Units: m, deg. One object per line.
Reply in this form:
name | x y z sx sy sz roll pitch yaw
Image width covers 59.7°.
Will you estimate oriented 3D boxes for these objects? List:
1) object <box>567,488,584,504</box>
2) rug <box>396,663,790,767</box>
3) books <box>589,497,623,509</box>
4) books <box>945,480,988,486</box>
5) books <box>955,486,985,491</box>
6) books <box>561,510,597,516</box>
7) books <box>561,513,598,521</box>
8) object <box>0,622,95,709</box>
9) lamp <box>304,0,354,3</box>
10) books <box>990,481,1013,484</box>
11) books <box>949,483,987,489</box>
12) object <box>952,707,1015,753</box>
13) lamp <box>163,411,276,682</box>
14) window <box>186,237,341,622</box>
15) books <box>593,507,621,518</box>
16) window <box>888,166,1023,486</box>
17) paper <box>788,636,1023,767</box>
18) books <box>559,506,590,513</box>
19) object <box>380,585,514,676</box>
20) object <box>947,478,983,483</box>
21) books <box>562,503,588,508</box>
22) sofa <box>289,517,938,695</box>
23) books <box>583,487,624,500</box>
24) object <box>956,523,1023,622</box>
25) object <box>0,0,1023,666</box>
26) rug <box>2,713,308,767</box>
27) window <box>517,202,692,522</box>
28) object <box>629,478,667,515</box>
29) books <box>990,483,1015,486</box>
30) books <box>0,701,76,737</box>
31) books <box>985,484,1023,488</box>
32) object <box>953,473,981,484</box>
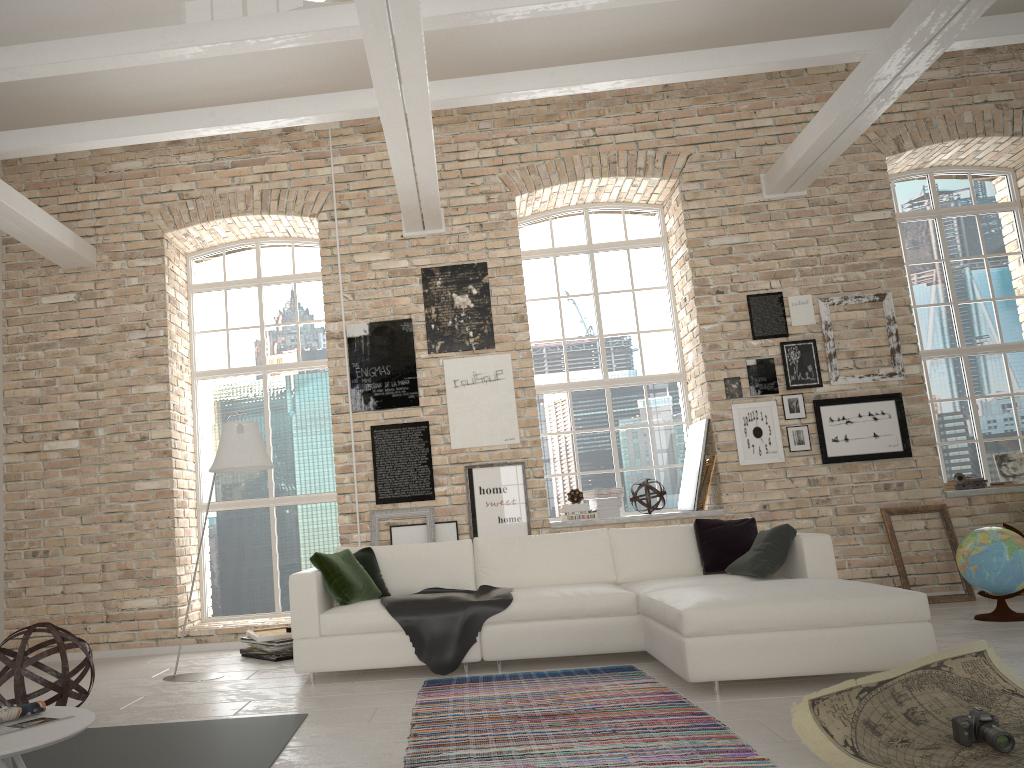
object | 0.548 0.968 7.692 0.150 0.138 0.135 -10 -10 27
rug | 0.193 1.502 3.943 1.410 0.008 2.672 -4 -9 -3
books | 0.828 1.054 7.893 0.236 0.088 0.319 -4 -9 -6
books | 3.800 0.829 7.482 0.257 0.026 0.203 -4 -9 -3
books | 3.796 0.880 7.469 0.258 0.025 0.200 -5 -9 2
books | 0.568 1.101 7.607 0.271 0.024 0.218 -4 -9 -2
books | 0.569 1.136 7.601 0.276 0.049 0.218 -4 -9 -2
object | -2.543 1.571 4.830 0.513 0.544 0.569 -1 -10 -24
lamp | -0.408 -1.518 1.791 0.521 1.603 0.482 -8 -10 15
books | 3.996 0.807 7.284 0.127 0.013 0.106 -1 -9 -23
books | 3.793 0.855 7.477 0.256 0.030 0.202 -5 -9 1
object | 1.632 1.192 3.077 0.150 0.124 0.168 -5 -9 0
lamp | -2.023 1.107 6.155 1.067 1.780 0.421 -12 -11 34
window | -2.087 -0.495 2.999 1.432 3.664 11.368 -5 -9 -3
books | 0.836 1.135 7.878 0.242 0.088 0.311 -5 -9 4
window | 4.313 -1.403 2.562 1.433 2.996 11.368 -5 -9 -3
paper | 1.834 1.092 2.986 1.377 0.266 1.125 1 -10 -34
books | 0.532 1.075 7.627 0.198 0.041 0.199 -3 -9 -13
object | -0.413 1.564 5.723 0.898 0.465 0.772 -5 -9 -1
object | 3.796 0.806 7.475 0.215 0.021 0.157 -5 -9 1
books | 0.536 1.040 7.631 0.181 0.030 0.179 -3 -9 -10
sofa | 0.282 1.322 5.348 3.308 0.844 2.150 -5 -9 2
books | 0.811 0.970 7.901 0.293 0.085 0.237 -2 -9 -18
object | 3.243 1.254 5.952 0.477 0.633 0.417 -13 -12 40
object | 0.676 -1.115 2.875 10.203 4.810 11.765 -5 -9 0
rug | -1.664 1.542 3.262 1.440 0.042 2.706 -4 -9 -3
window | 1.112 -1.115 2.807 1.433 2.996 11.368 -5 -9 -3
object | 1.156 0.956 7.586 0.301 0.308 0.310 -4 -9 -8
books | 4.002 0.818 7.274 0.102 0.014 0.138 -2 -9 -19
books | -1.755 1.151 3.081 0.396 0.048 0.286 -10 -10 30
books | 4.013 0.832 7.264 0.229 0.022 0.174 -5 -9 2
object | 3.829 0.788 7.493 0.101 0.090 0.446 -13 -12 42
